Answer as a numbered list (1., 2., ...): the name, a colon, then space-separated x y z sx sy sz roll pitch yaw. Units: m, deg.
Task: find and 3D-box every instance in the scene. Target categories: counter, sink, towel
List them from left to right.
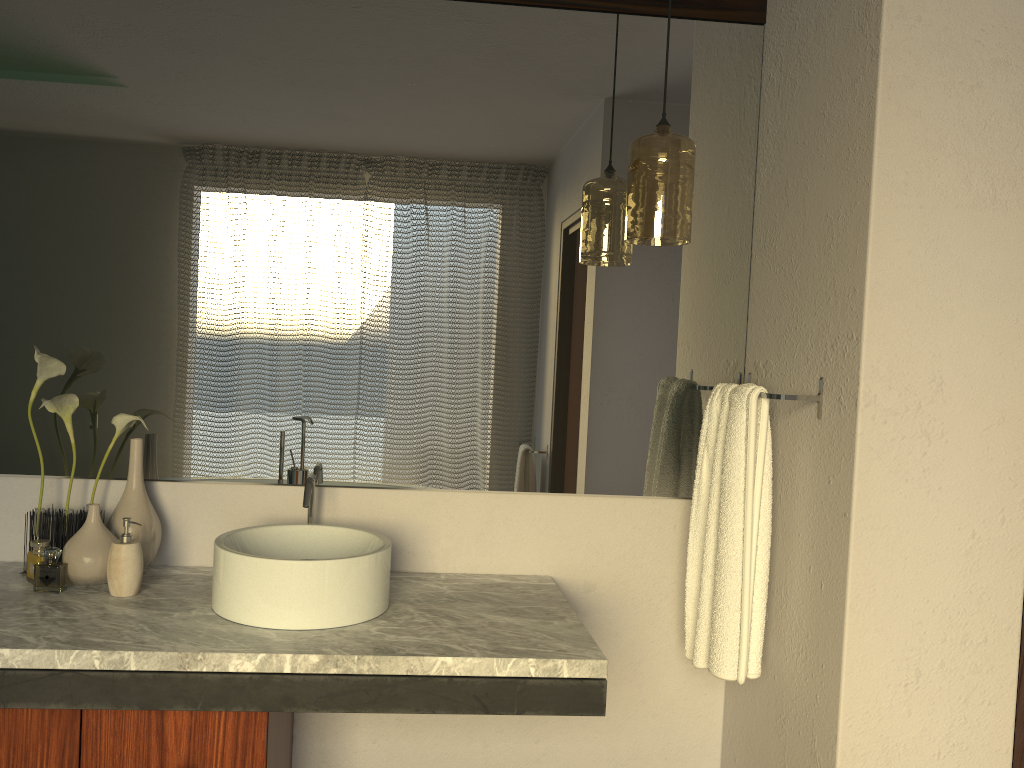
1. counter: -0.990 0.477 1.761 2.249 0.101 0.590 3 2 -5
2. sink: -0.429 0.385 1.818 0.350 0.131 0.365 2 2 -29
3. towel: 0.472 0.316 1.933 0.163 0.636 0.255 3 2 11

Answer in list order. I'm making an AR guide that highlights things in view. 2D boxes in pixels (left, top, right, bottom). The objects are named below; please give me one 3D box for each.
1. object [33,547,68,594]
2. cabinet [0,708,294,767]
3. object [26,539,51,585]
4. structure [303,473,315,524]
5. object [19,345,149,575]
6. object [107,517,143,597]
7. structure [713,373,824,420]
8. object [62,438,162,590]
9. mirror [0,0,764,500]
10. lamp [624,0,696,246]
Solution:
1. object: -0.945 0.380 1.815 0.057 0.090 0.038 3 2 4
2. cabinet: -0.814 0.830 1.827 0.656 0.599 0.514 3 2 -6
3. object: -0.997 0.377 1.871 0.067 0.092 0.038 5 3 44
4. structure: -0.476 0.323 1.977 0.066 0.242 0.165 3 2 -4
5. object: -0.944 0.171 1.954 0.238 0.504 0.192 2 2 -28
6. object: -0.797 0.354 1.825 0.069 0.158 0.072 2 2 -23
7. structure: 0.546 0.020 1.938 0.102 0.088 0.371 3 2 -7
8. object: -0.867 0.276 1.932 0.122 0.305 0.236 3 2 20
9. mirror: -1.443 -0.379 1.981 4.061 1.152 0.017 3 2 -5
10. lamp: 0.330 -0.734 1.868 0.142 0.867 0.135 4 2 36
